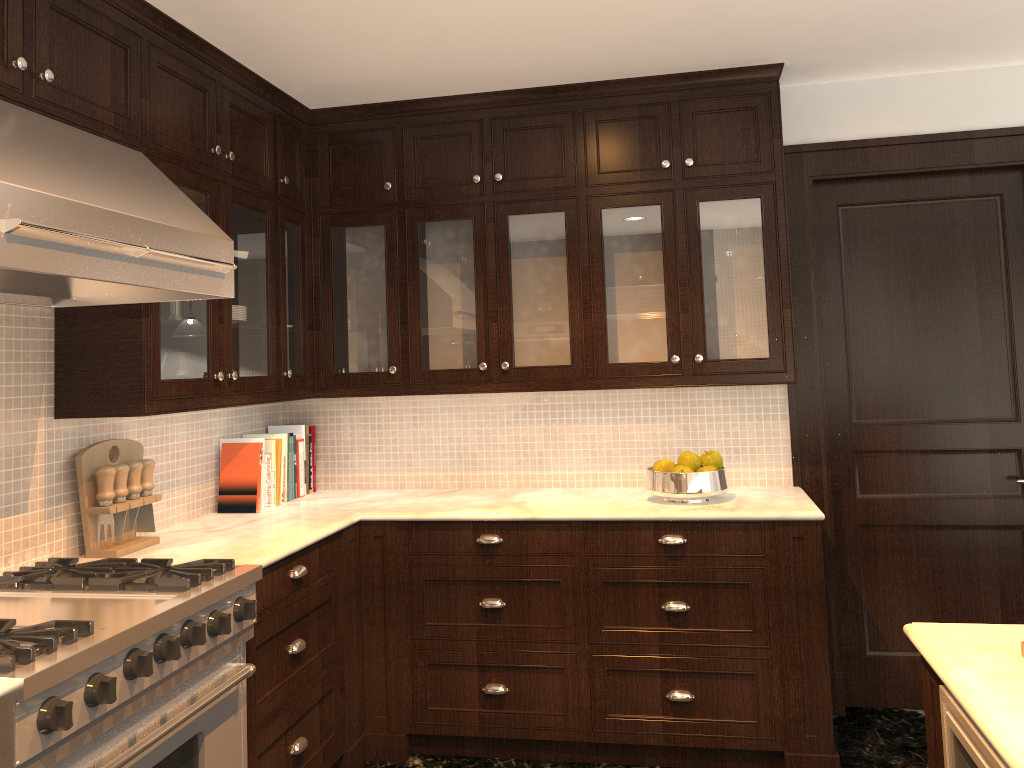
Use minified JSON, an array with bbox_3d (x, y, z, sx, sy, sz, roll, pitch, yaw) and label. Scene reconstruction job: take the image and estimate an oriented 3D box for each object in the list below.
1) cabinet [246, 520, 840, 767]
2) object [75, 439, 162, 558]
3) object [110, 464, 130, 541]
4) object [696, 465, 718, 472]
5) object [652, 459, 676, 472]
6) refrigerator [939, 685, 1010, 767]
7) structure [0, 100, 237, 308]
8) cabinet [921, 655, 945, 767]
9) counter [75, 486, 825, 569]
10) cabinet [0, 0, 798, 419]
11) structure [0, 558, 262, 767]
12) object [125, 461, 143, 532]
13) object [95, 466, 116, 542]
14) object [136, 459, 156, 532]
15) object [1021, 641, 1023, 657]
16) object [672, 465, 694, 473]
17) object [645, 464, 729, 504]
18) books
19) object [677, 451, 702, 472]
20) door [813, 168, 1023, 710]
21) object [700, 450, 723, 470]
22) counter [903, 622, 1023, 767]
[{"bbox_3d":[-0.251,0.979,2.191,2.312,0.885,3.361,-2,1,11],"label":"cabinet"},{"bbox_3d":[-1.236,0.352,2.810,0.110,0.351,0.315,-3,-2,11],"label":"object"},{"bbox_3d":[-1.233,0.371,2.771,0.061,0.239,0.061,-1,-4,-19],"label":"object"},{"bbox_3d":[0.742,0.356,3.344,0.092,0.098,0.091,-4,-2,41],"label":"object"},{"bbox_3d":[0.579,0.334,3.353,0.091,0.099,0.093,-1,-2,-21],"label":"object"},{"bbox_3d":[0.966,0.955,1.284,0.571,0.874,0.380,-3,-3,11],"label":"refrigerator"},{"bbox_3d":[-1.182,-0.467,2.179,0.638,0.480,0.929,-2,0,11],"label":"structure"},{"bbox_3d":[1.032,0.957,0.243,1.024,0.917,2.841,-2,1,11],"label":"cabinet"},{"bbox_3d":[-0.267,0.520,2.225,2.312,0.032,3.361,-2,1,11],"label":"counter"},{"bbox_3d":[-0.310,-0.557,2.307,2.304,1.262,3.360,-2,1,11],"label":"cabinet"},{"bbox_3d":[-1.106,0.926,2.071,0.718,0.843,0.903,-2,-1,11],"label":"structure"},{"bbox_3d":[-1.219,0.364,2.842,0.061,0.227,0.061,-1,-4,-19],"label":"object"},{"bbox_3d":[-1.246,0.369,2.706,0.061,0.230,0.061,-2,-4,-7],"label":"object"},{"bbox_3d":[-1.206,0.368,2.906,0.061,0.239,0.060,0,-4,-25],"label":"object"},{"bbox_3d":[1.029,0.466,1.259,0.384,0.021,0.666,-2,1,11],"label":"object"},{"bbox_3d":[0.645,0.351,3.314,0.091,0.097,0.100,-3,-2,29],"label":"object"},{"bbox_3d":[0.670,0.384,3.395,0.318,0.123,0.317,-2,1,5],"label":"object"},{"bbox_3d":[-1.037,0.345,3.765,0.194,0.313,0.602,-3,0,11],"label":"books"},{"bbox_3d":[0.680,0.307,3.387,0.095,0.100,0.091,-2,-2,-12],"label":"object"},{"bbox_3d":[1.739,0.218,3.625,0.863,2.199,0.108,-3,-4,11],"label":"door"},{"bbox_3d":[0.767,0.307,3.407,0.093,0.099,0.090,-2,-2,-18],"label":"object"},{"bbox_3d":[1.019,0.514,0.271,1.052,0.032,2.863,-2,1,11],"label":"counter"}]
